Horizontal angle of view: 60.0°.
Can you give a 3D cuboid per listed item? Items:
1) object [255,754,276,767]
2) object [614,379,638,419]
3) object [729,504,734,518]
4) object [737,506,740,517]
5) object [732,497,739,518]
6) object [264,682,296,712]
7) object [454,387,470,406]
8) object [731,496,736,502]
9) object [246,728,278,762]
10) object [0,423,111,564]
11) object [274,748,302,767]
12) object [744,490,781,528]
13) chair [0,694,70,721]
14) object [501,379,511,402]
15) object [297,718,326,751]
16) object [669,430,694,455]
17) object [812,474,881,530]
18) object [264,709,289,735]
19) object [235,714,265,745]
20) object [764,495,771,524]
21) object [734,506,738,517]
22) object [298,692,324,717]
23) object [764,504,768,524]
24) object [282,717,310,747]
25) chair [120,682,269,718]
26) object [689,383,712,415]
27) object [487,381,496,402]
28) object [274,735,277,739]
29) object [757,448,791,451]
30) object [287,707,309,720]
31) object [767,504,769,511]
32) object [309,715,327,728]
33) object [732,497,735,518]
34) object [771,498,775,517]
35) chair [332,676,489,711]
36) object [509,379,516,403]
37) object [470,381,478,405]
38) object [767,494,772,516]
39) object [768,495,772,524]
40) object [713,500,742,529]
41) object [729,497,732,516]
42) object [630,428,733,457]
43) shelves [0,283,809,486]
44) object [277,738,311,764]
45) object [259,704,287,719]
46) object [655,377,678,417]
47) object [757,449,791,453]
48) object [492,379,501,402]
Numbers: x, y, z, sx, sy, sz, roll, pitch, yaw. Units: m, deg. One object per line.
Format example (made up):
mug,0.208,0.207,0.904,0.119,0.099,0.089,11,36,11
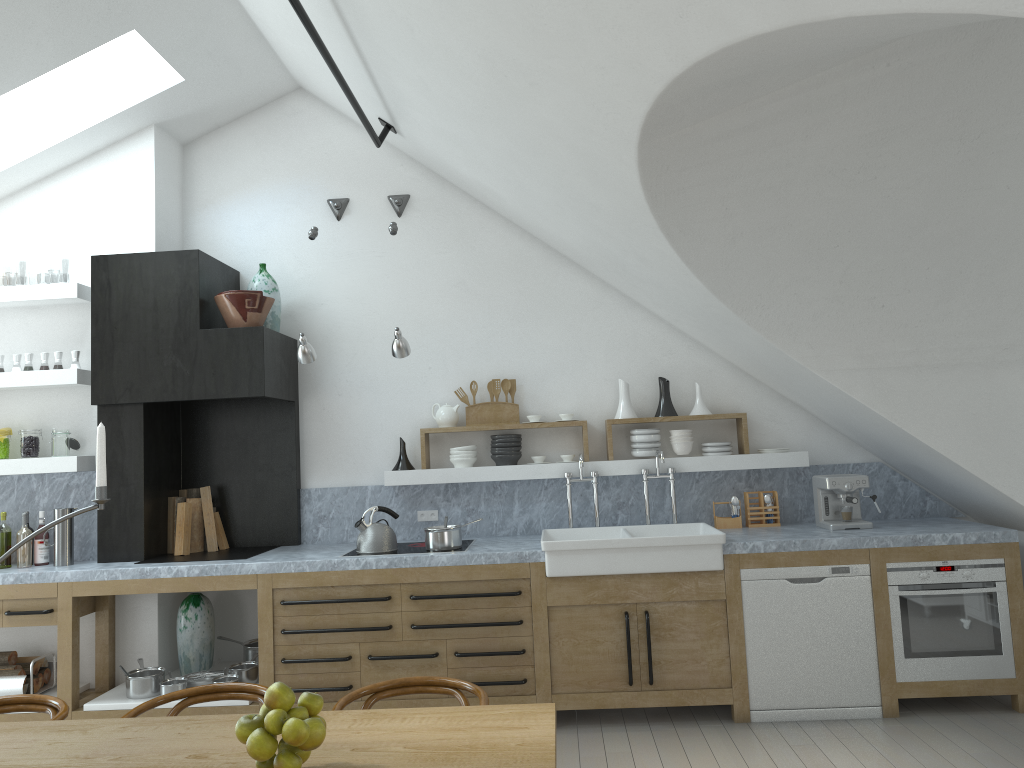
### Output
object,-0.576,0.887,2.082,0.051,0.050,0.049,-3,-5,6
object,0.744,0.098,5.845,0.156,0.269,0.155,-2,-5,-9
object,1.403,0.828,5.649,0.044,0.179,0.019,1,-7,-32
object,1.441,0.826,5.643,0.019,0.179,0.044,-1,-6,-13
object,1.428,0.813,5.638,0.040,0.193,0.042,-7,-7,39
object,-0.552,0.746,2.106,0.072,0.074,0.072,-3,-5,3
object,-0.287,0.144,5.917,0.199,0.260,0.016,-4,-6,13
object,1.430,0.817,5.686,0.040,0.193,0.042,-8,-7,40
object,-0.572,0.826,2.030,0.070,0.072,0.071,0,-6,-33
object,-1.420,0.536,2.195,0.775,0.878,0.265,-1,-6,-23
object,-0.517,0.874,2.046,0.064,0.064,0.063,-4,-5,14
object,1.603,0.801,5.691,0.200,0.223,0.103,-3,-5,3
chair,-1.774,1.479,2.908,0.527,0.737,0.619,-3,-5,-1
object,-0.035,0.114,5.892,0.067,0.299,0.039,-3,-6,3
object,-0.474,0.819,2.076,0.077,0.077,0.076,0,-6,-30
object,1.102,0.378,5.757,0.157,0.160,0.154,-6,-6,31
object,2.043,0.714,5.361,0.324,0.321,0.385,-3,-5,3
object,-0.545,0.781,2.050,0.053,0.057,0.058,-4,-5,17
object,-0.612,0.812,2.080,0.072,0.064,0.071,-2,-5,-4
object,1.636,0.804,5.650,0.042,0.193,0.040,2,-7,-37
object,1.428,0.818,5.656,0.018,0.196,0.023,-2,-6,-2
object,-0.490,0.778,2.157,0.062,0.060,0.062,-3,-5,3
object,1.636,0.820,5.692,0.019,0.179,0.044,-3,-6,0
object,-0.493,0.793,2.023,0.062,0.064,0.062,1,-6,-35
chair,-1.045,1.446,2.936,0.527,0.737,0.620,-3,-5,6
object,1.232,0.098,5.827,0.156,0.219,0.155,-1,-5,-16
object,-0.132,0.119,5.913,0.061,0.300,0.040,-3,-6,0
object,-0.595,0.852,2.129,0.059,0.056,0.059,-2,-5,-3
object,1.701,0.433,5.757,0.213,0.025,0.213,-2,-4,-10
object,-0.510,0.792,2.108,0.053,0.051,0.053,0,-5,-26
object,1.645,0.809,5.679,0.018,0.196,0.023,-4,-6,10
object,-0.473,0.825,2.130,0.053,0.053,0.051,-2,-5,-6
object,1.418,0.820,5.675,0.018,0.197,0.020,-4,-6,12
object,1.672,0.817,5.678,0.044,0.179,0.019,-1,-6,-20
chair,-0.324,1.408,2.894,0.527,0.737,0.619,-3,-5,-1
object,0.003,0.114,5.908,0.057,0.295,0.030,-3,-6,2
object,-0.251,0.125,5.919,0.055,0.300,0.027,-3,-6,3
object,1.649,0.807,5.697,0.042,0.193,0.040,2,-7,-38
object,1.650,0.807,5.659,0.018,0.197,0.020,-5,-6,25
object,1.382,0.837,5.688,0.173,0.172,0.100,-3,-5,4
object,1.409,0.820,5.669,0.022,0.196,0.018,-2,-6,-9
object,1.103,0.382,5.781,0.657,0.196,0.197,-3,-5,2
shelves,-0.901,-0.016,5.794,5.550,1.366,0.478,-3,-6,-3
object,-0.520,0.873,2.120,0.078,0.074,0.080,2,-7,-42
object,-0.575,0.797,2.144,0.072,0.071,0.066,0,-6,-28
object,1.006,0.084,5.830,0.156,0.269,0.155,-3,-5,7
object,1.702,0.442,5.756,0.213,0.025,0.213,-2,-4,-10
object,-0.099,0.117,5.892,0.057,0.300,0.019,-3,-6,3
